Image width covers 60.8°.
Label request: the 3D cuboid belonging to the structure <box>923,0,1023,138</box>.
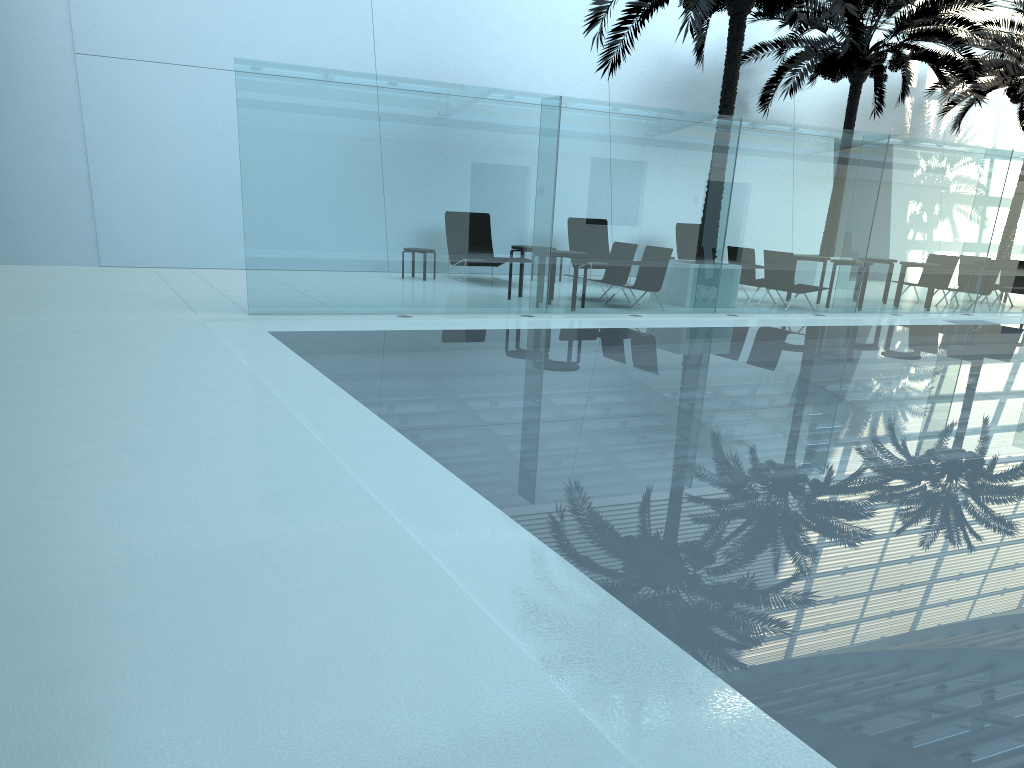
[{"bbox_3d":[12.284,-5.799,20.676,4.634,7.249,4.061,5,18,7],"label":"structure"}]

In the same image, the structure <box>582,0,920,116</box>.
[{"bbox_3d":[3.096,-4.766,12.919,4.459,7.380,4.554,1,18,-7],"label":"structure"}]

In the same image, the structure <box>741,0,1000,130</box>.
[{"bbox_3d":[6.923,-5.513,17.986,4.506,7.184,4.180,19,24,40],"label":"structure"}]
